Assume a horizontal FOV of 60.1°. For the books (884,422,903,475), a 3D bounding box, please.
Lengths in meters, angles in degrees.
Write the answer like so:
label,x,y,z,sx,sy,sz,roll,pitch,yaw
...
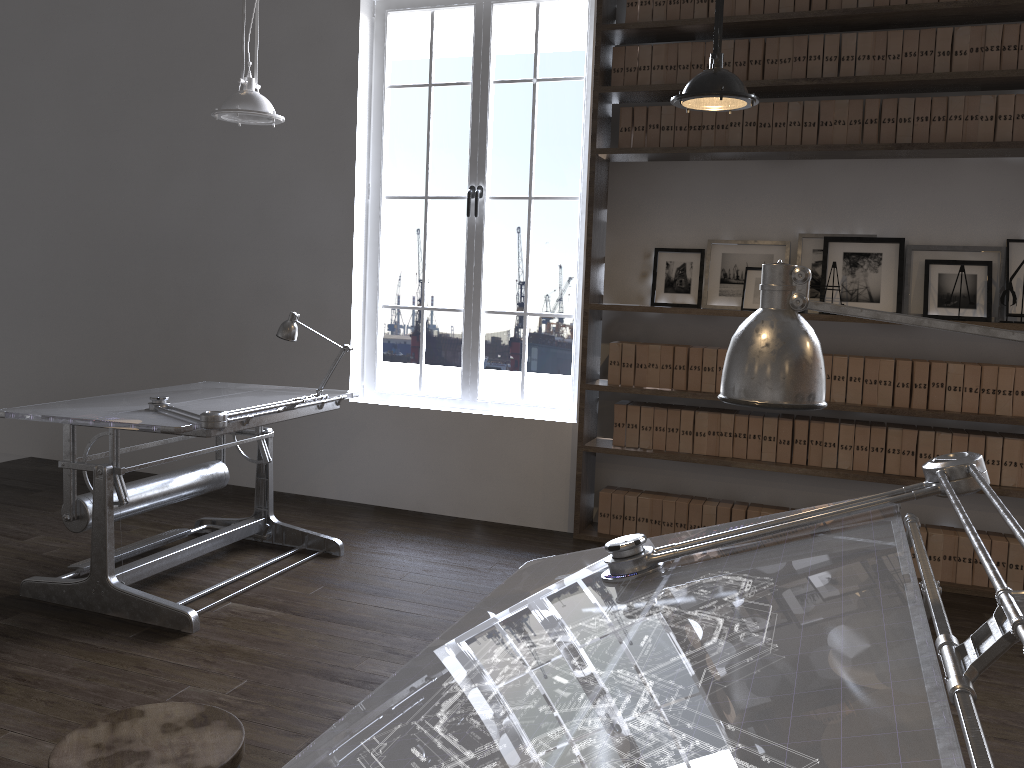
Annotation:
label,x,y,z,sx,sy,sz,roll,pitch,yaw
books,1.850,0.312,4.297,0.067,0.225,0.175,4,5,20

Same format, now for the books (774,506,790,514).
label,x,y,z,sx,sy,sz,roll,pitch,yaw
books,1.363,0.754,4.497,0.067,0.225,0.175,4,5,20

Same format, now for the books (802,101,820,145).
label,x,y,z,sx,sy,sz,roll,pitch,yaw
books,1.471,-1.264,4.360,0.067,0.225,0.175,4,5,20

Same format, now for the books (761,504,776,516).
label,x,y,z,sx,sy,sz,roll,pitch,yaw
books,1.306,0.748,4.524,0.067,0.225,0.175,4,5,20

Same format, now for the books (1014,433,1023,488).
label,x,y,z,sx,sy,sz,roll,pitch,yaw
books,2.368,0.355,4.105,0.067,0.225,0.175,4,5,20

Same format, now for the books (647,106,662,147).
label,x,y,z,sx,sy,sz,roll,pitch,yaw
books,0.759,-1.324,4.633,0.067,0.225,0.175,4,5,20

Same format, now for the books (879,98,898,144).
label,x,y,z,sx,sy,sz,roll,pitch,yaw
books,1.801,-1.238,4.244,0.067,0.225,0.175,4,5,20

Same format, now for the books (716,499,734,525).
label,x,y,z,sx,sy,sz,roll,pitch,yaw
books,1.106,0.732,4.601,0.067,0.225,0.175,4,5,20

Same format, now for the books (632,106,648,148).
label,x,y,z,sx,sy,sz,roll,pitch,yaw
books,0.686,-1.329,4.654,0.067,0.225,0.175,4,5,20

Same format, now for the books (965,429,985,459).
label,x,y,z,sx,sy,sz,roll,pitch,yaw
books,2.175,0.339,4.177,0.067,0.225,0.175,4,5,20

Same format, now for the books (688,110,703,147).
label,x,y,z,sx,sy,sz,roll,pitch,yaw
books,0.958,-1.307,4.559,0.067,0.225,0.175,4,5,20

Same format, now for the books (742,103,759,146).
label,x,y,z,sx,sy,sz,roll,pitch,yaw
books,1.208,-1.286,4.460,0.067,0.225,0.175,4,5,20

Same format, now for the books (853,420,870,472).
label,x,y,z,sx,sy,sz,roll,pitch,yaw
books,1.716,0.301,4.351,0.067,0.225,0.175,4,5,20

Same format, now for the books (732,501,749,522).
label,x,y,z,sx,sy,sz,roll,pitch,yaw
books,1.174,0.738,4.569,0.067,0.225,0.175,4,5,20

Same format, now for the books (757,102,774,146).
label,x,y,z,sx,sy,sz,roll,pitch,yaw
books,1.275,-1.281,4.439,0.067,0.225,0.175,4,5,20

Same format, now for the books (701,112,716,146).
label,x,y,z,sx,sy,sz,roll,pitch,yaw
books,1.019,-1.301,4.529,0.067,0.225,0.175,4,5,20

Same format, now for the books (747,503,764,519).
label,x,y,z,sx,sy,sz,roll,pitch,yaw
books,1.245,0.743,4.549,0.067,0.225,0.175,4,5,20

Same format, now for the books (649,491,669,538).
label,x,y,z,sx,sy,sz,roll,pitch,yaw
books,0.781,0.705,4.720,0.067,0.225,0.175,4,5,20

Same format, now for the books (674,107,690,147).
label,x,y,z,sx,sy,sz,roll,pitch,yaw
books,0.891,-1.313,4.583,0.067,0.225,0.175,4,5,20

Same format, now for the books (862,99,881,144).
label,x,y,z,sx,sy,sz,roll,pitch,yaw
books,1.729,-1.243,4.265,0.067,0.225,0.175,4,5,20

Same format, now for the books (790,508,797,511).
label,x,y,z,sx,sy,sz,roll,pitch,yaw
books,1.431,0.759,4.472,0.067,0.225,0.175,4,5,20

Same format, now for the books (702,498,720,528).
label,x,y,z,sx,sy,sz,roll,pitch,yaw
books,1.038,0.727,4.621,0.067,0.225,0.175,4,5,20

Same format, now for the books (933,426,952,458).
label,x,y,z,sx,sy,sz,roll,pitch,yaw
books,2.044,0.328,4.224,0.067,0.225,0.175,4,5,20

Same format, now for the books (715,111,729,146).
label,x,y,z,sx,sy,sz,roll,pitch,yaw
books,1.083,-1.297,4.511,0.067,0.225,0.175,4,5,20

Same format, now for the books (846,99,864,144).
label,x,y,z,sx,sy,sz,roll,pitch,yaw
books,1.662,-1.249,4.296,0.067,0.225,0.175,4,5,20

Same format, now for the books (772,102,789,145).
label,x,y,z,sx,sy,sz,roll,pitch,yaw
books,1.341,-1.276,4.417,0.067,0.225,0.175,4,5,20

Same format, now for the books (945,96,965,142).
label,x,y,z,sx,sy,sz,roll,pitch,yaw
books,2.061,-1.216,4.140,0.067,0.225,0.175,4,5,20

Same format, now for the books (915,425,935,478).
label,x,y,z,sx,sy,sz,roll,pitch,yaw
books,1.975,0.323,4.246,0.067,0.225,0.175,4,5,20

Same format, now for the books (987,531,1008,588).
label,x,y,z,sx,sy,sz,roll,pitch,yaw
books,2.274,0.828,4.164,0.067,0.225,0.175,4,5,20

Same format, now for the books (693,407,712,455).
label,x,y,z,sx,sy,sz,roll,pitch,yaw
books,0.997,0.243,4.615,0.067,0.225,0.175,4,5,20

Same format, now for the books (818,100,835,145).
label,x,y,z,sx,sy,sz,roll,pitch,yaw
books,1.539,-1.259,4.335,0.067,0.225,0.175,4,5,20

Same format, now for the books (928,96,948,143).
label,x,y,z,sx,sy,sz,roll,pitch,yaw
books,2.000,-1.222,4.169,0.067,0.225,0.175,4,5,20

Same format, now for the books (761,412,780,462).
label,x,y,z,sx,sy,sz,roll,pitch,yaw
books,1.314,0.269,4.495,0.067,0.225,0.175,4,5,20

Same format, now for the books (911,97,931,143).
label,x,y,z,sx,sy,sz,roll,pitch,yaw
books,1.934,-1.227,4.194,0.067,0.225,0.175,4,5,20

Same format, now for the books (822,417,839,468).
label,x,y,z,sx,sy,sz,roll,pitch,yaw
books,1.580,0.291,4.393,0.067,0.225,0.175,4,5,20

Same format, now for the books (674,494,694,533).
label,x,y,z,sx,sy,sz,roll,pitch,yaw
books,0.906,0.715,4.674,0.067,0.225,0.175,4,5,20

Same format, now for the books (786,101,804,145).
label,x,y,z,sx,sy,sz,roll,pitch,yaw
books,1.405,-1.270,4.389,0.067,0.225,0.175,4,5,20

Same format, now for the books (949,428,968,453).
label,x,y,z,sx,sy,sz,roll,pitch,yaw
books,2.111,0.333,4.203,0.067,0.225,0.175,4,5,20

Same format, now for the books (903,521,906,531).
label,x,y,z,sx,sy,sz,roll,pitch,yaw
books,1.890,0.796,4.307,0.067,0.225,0.175,4,5,20

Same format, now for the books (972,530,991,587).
label,x,y,z,sx,sy,sz,roll,pitch,yaw
books,2.208,0.822,4.189,0.067,0.225,0.175,4,5,20

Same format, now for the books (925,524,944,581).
label,x,y,z,sx,sy,sz,roll,pitch,yaw
books,2.022,0.807,4.255,0.067,0.225,0.175,4,5,20

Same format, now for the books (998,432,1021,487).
label,x,y,z,sx,sy,sz,roll,pitch,yaw
books,2.308,0.350,4.125,0.067,0.225,0.175,4,5,20

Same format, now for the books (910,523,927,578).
label,x,y,z,sx,sy,sz,roll,pitch,yaw
books,1.954,0.802,4.278,0.067,0.225,0.175,4,5,20

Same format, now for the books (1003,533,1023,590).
label,x,y,z,sx,sy,sz,roll,pitch,yaw
books,2.339,0.833,4.135,0.067,0.225,0.175,4,5,20

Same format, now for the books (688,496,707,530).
label,x,y,z,sx,sy,sz,roll,pitch,yaw
books,0.973,0.721,4.650,0.067,0.225,0.175,4,5,20

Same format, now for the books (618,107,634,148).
label,x,y,z,sx,sy,sz,roll,pitch,yaw
books,0.619,-1.335,4.685,0.067,0.225,0.175,4,5,20

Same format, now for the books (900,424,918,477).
label,x,y,z,sx,sy,sz,roll,pitch,yaw
books,1.908,0.318,4.271,0.067,0.225,0.175,4,5,20

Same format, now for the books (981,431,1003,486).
label,x,y,z,sx,sy,sz,roll,pitch,yaw
books,2.240,0.345,4.149,0.067,0.225,0.175,4,5,20

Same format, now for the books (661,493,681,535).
label,x,y,z,sx,sy,sz,roll,pitch,yaw
books,0.841,0.711,4.693,0.067,0.225,0.175,4,5,20

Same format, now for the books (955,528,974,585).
label,x,y,z,sx,sy,sz,roll,pitch,yaw
books,2.143,0.818,4.207,0.067,0.225,0.175,4,5,20

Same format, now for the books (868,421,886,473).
label,x,y,z,sx,sy,sz,roll,pitch,yaw
books,1.780,0.307,4.324,0.067,0.225,0.175,4,5,20

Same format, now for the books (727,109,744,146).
label,x,y,z,sx,sy,sz,roll,pitch,yaw
books,1.141,-1.292,4.487,0.067,0.225,0.175,4,5,20

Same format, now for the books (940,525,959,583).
label,x,y,z,sx,sy,sz,roll,pitch,yaw
books,2.082,0.812,4.234,0.067,0.225,0.175,4,5,20

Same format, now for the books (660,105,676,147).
label,x,y,z,sx,sy,sz,roll,pitch,yaw
books,0.824,-1.318,4.604,0.067,0.225,0.175,4,5,20

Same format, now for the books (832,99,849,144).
label,x,y,z,sx,sy,sz,roll,pitch,yaw
books,1.600,-1.254,4.317,0.067,0.225,0.175,4,5,20

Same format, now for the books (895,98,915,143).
label,x,y,z,sx,sy,sz,roll,pitch,yaw
books,1.866,-1.232,4.215,0.067,0.225,0.175,4,5,20
